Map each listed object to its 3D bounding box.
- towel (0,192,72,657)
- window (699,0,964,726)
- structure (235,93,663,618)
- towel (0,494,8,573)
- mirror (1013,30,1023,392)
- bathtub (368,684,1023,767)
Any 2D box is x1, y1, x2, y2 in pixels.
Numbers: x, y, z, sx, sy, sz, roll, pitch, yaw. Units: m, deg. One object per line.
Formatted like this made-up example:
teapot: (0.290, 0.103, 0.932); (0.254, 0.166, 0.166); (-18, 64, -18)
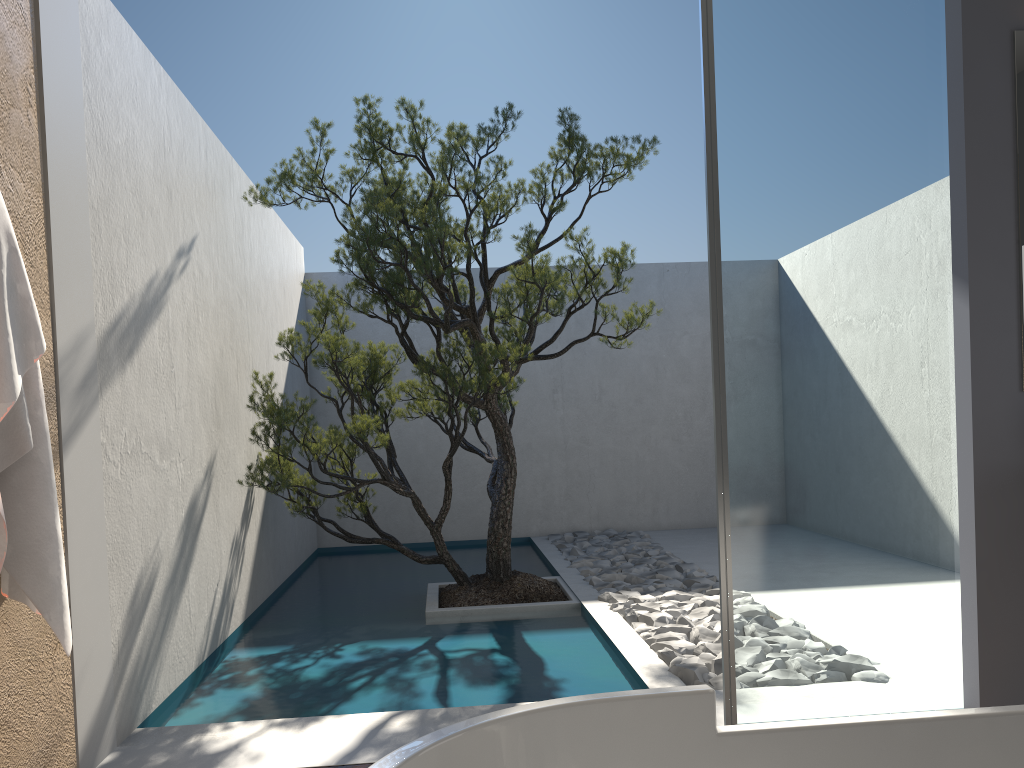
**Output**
towel: (-1.417, 0.048, 2.524); (0.174, 1.510, 0.416); (-2, 1, -1)
window: (1.654, -0.246, 3.251); (1.885, 3.006, 0.021); (-2, 2, -4)
structure: (-0.442, -0.027, 5.898); (2.585, 3.474, 2.520); (-2, 0, -11)
towel: (-1.397, 0.047, 2.178); (0.181, 1.544, 0.400); (-2, 1, 2)
mirror: (1.970, -0.615, 3.147); (0.354, 1.272, 0.012); (-2, 2, -4)
bathtub: (0.832, 0.835, 1.125); (2.098, 0.712, 0.913); (-2, -1, -5)
